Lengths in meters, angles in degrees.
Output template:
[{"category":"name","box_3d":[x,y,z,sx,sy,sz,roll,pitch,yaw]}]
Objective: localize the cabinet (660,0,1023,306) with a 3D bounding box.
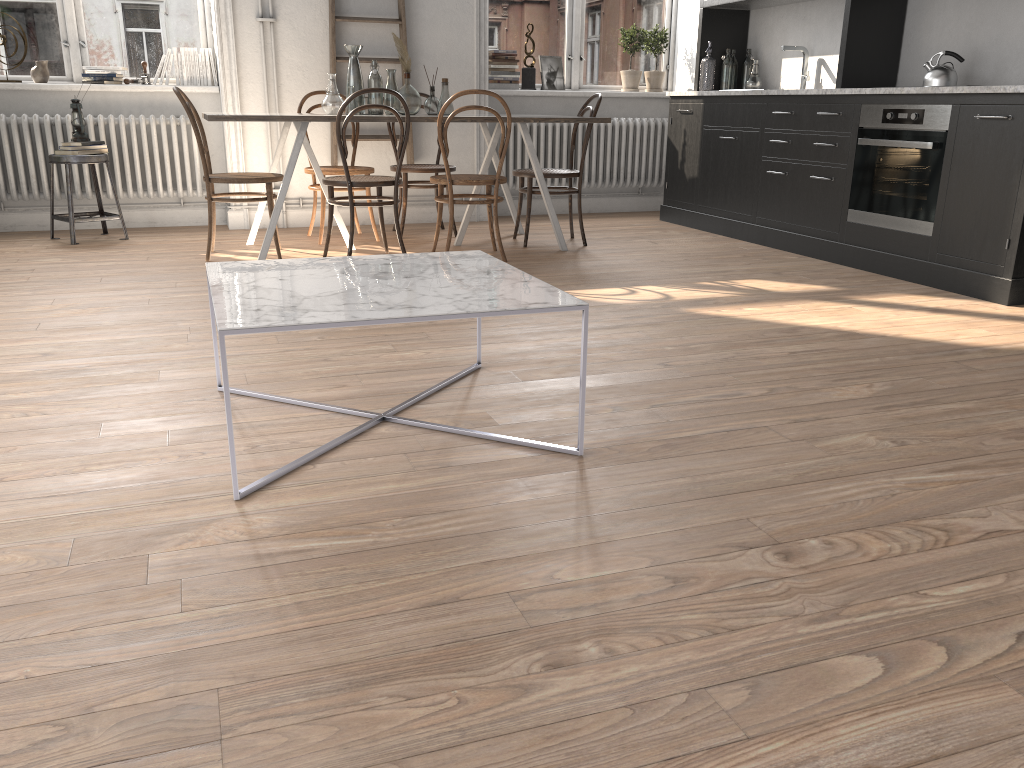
[{"category":"cabinet","box_3d":[1.997,-2.550,5.011,0.635,3.592,3.243,-6,19,-19]}]

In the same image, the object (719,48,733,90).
[{"category":"object","box_3d":[1.575,-2.300,6.504,0.086,0.302,0.086,-11,21,-33]}]

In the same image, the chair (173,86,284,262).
[{"category":"chair","box_3d":[-1.565,-1.181,4.979,0.549,0.923,0.437,-3,18,-11]}]

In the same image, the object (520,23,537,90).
[{"category":"object","box_3d":[0.132,-2.529,6.855,0.122,0.489,0.101,2,18,4]}]

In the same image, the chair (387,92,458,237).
[{"category":"chair","box_3d":[-0.602,-1.470,5.930,0.438,0.923,0.548,-3,18,-12]}]

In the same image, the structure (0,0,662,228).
[{"category":"structure","box_3d":[-1.110,-3.322,5.862,5.180,4.485,0.339,-6,19,-19]}]

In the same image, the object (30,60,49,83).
[{"category":"object","box_3d":[-3.075,-2.034,5.776,0.102,0.142,0.100,17,24,42]}]

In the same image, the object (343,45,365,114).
[{"category":"object","box_3d":[-0.926,-1.789,5.222,0.116,0.384,0.115,-2,18,-8]}]

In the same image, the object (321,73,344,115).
[{"category":"object","box_3d":[-1.005,-1.627,4.977,0.132,0.220,0.132,-10,20,-29]}]

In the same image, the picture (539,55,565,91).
[{"category":"picture","box_3d":[0.293,-2.445,6.991,0.221,0.265,0.148,-12,22,-34]}]

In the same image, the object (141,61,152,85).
[{"category":"object","box_3d":[-2.461,-2.087,5.952,0.087,0.153,0.048,15,23,38]}]

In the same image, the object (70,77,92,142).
[{"category":"object","box_3d":[-2.664,-1.699,5.482,0.154,0.384,0.163,17,24,41]}]

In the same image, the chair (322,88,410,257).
[{"category":"chair","box_3d":[-0.801,-1.125,4.830,0.437,0.923,0.548,-7,19,-23]}]

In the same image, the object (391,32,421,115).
[{"category":"object","box_3d":[-0.604,-1.786,5.121,0.157,0.447,0.156,0,18,-2]}]

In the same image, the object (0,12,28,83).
[{"category":"object","box_3d":[-3.256,-2.151,5.673,0.347,0.426,0.087,4,18,12]}]

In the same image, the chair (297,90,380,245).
[{"category":"chair","box_3d":[-1.115,-1.394,5.672,0.437,0.923,0.548,-6,19,-21]}]

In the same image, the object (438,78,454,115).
[{"category":"object","box_3d":[-0.405,-1.744,5.383,0.101,0.212,0.101,7,19,18]}]

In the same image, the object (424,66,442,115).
[{"category":"object","box_3d":[-0.473,-1.747,5.272,0.106,0.284,0.106,-8,20,-24]}]

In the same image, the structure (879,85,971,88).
[{"category":"structure","box_3d":[2.254,-1.524,4.566,0.427,0.011,0.591,-6,19,-19]}]

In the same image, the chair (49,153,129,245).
[{"category":"chair","box_3d":[-2.686,-1.174,5.572,0.360,0.524,0.363,17,24,41]}]

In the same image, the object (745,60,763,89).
[{"category":"object","box_3d":[1.757,-2.232,6.424,0.132,0.220,0.120,-6,19,-19]}]

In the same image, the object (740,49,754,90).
[{"category":"object","box_3d":[1.734,-2.308,6.532,0.086,0.302,0.086,9,20,24]}]

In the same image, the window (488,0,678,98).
[{"category":"window","box_3d":[5.462,-9.362,10.172,14.381,15.975,26.338,-6,19,-19]}]

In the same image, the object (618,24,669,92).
[{"category":"object","box_3d":[1.057,-2.638,7.174,0.499,0.525,0.233,-10,20,-29]}]

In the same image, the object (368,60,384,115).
[{"category":"object","box_3d":[-0.796,-1.727,5.166,0.086,0.302,0.086,-11,21,-33]}]

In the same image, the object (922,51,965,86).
[{"category":"object","box_3d":[2.288,-1.675,4.720,0.171,0.186,0.170,-2,18,-9]}]

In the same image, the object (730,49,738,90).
[{"category":"object","box_3d":[1.638,-2.332,6.606,0.086,0.302,0.086,-1,18,-5]}]

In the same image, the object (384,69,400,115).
[{"category":"object","box_3d":[-0.715,-1.736,5.276,0.098,0.255,0.100,-15,24,-41]}]

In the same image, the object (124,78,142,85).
[{"category":"object","box_3d":[-2.561,-2.046,5.990,0.088,0.048,0.153,7,19,19]}]

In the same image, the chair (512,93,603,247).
[{"category":"chair","box_3d":[0.275,-1.354,5.596,0.549,0.923,0.437,-2,18,-7]}]

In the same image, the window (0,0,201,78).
[{"category":"window","box_3d":[-2.926,-3.441,5.588,1.622,2.850,0.013,-6,19,-19]}]

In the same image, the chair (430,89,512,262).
[{"category":"chair","box_3d":[-0.239,-1.169,4.989,0.438,0.923,0.548,-2,18,-9]}]

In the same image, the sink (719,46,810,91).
[{"category":"sink","box_3d":[1.756,-2.002,5.952,0.514,0.506,0.525,-6,19,-19]}]

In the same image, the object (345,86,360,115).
[{"category":"object","box_3d":[-0.928,-1.645,5.142,0.083,0.158,0.083,-7,19,-23]}]

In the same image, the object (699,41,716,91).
[{"category":"object","box_3d":[1.441,-2.333,6.515,0.108,0.350,0.108,-13,23,-37]}]

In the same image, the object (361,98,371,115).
[{"category":"object","box_3d":[-0.839,-1.593,5.087,0.058,0.094,0.058,3,18,8]}]

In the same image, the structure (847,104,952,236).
[{"category":"structure","box_3d":[2.244,-1.146,4.684,0.618,0.624,0.620,-6,19,-19]}]
